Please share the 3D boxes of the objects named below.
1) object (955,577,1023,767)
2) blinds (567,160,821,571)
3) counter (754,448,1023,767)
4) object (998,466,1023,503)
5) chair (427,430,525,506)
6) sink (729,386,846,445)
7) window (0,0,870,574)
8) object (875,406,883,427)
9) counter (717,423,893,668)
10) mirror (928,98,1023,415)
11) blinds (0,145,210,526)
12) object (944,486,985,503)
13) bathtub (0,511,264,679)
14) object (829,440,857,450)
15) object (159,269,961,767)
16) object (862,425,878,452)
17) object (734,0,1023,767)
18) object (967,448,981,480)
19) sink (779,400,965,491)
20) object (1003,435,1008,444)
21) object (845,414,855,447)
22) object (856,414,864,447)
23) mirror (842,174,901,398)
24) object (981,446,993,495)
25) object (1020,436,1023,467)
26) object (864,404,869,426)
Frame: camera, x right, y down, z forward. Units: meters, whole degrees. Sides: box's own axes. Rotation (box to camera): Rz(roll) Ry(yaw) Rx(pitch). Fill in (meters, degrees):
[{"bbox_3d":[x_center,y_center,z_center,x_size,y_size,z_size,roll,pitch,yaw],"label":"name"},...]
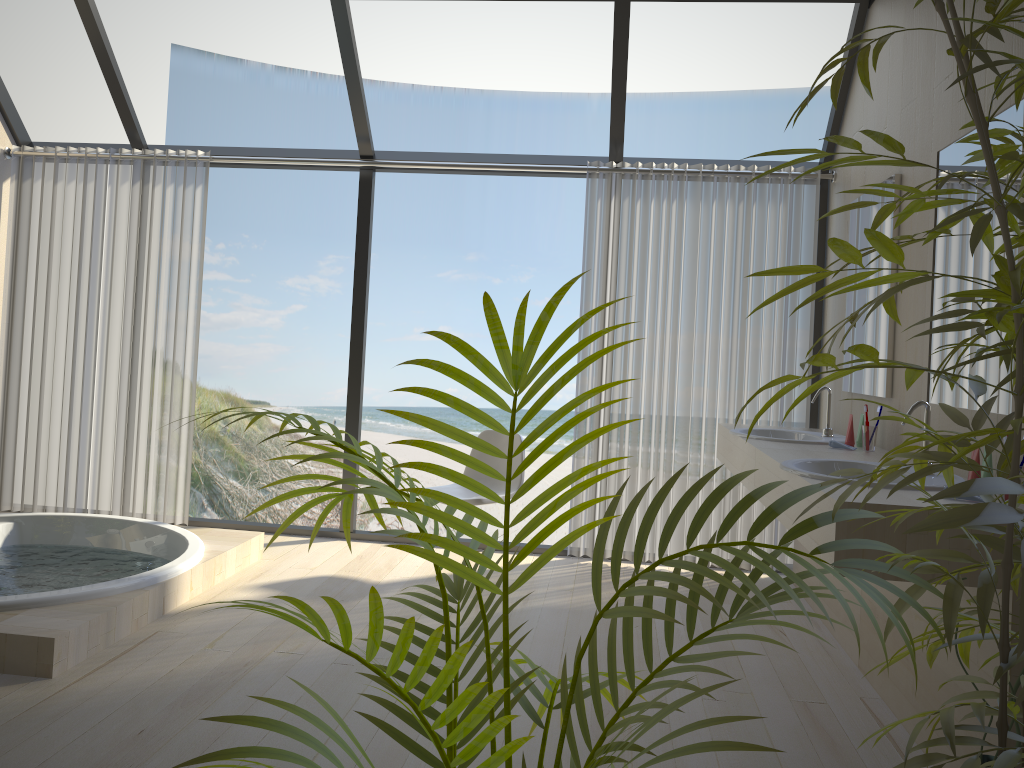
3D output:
[{"bbox_3d":[1.113,0.713,1.892,0.406,0.750,0.274,3,-1,-5],"label":"object"},{"bbox_3d":[0.932,-0.107,4.583,1.183,2.073,0.084,3,-1,7],"label":"blinds"},{"bbox_3d":[1.085,0.666,2.638,0.550,0.791,1.205,3,1,7],"label":"counter"},{"bbox_3d":[1.218,0.248,2.167,0.058,0.100,0.058,3,0,17],"label":"object"},{"bbox_3d":[-0.166,0.413,4.345,0.369,0.348,0.453,3,1,35],"label":"chair"},{"bbox_3d":[1.196,0.211,3.816,0.504,0.419,0.573,3,1,10],"label":"sink"},{"bbox_3d":[-0.678,-0.534,4.588,4.561,2.817,0.744,3,-1,7],"label":"window"},{"bbox_3d":[1.373,0.169,3.356,0.054,0.175,0.012,2,-1,32],"label":"object"},{"bbox_3d":[1.225,0.626,3.835,0.550,0.791,1.205,3,1,7],"label":"counter"},{"bbox_3d":[1.419,-0.356,2.713,0.023,0.869,0.653,3,0,7],"label":"mirror"},{"bbox_3d":[-2.296,-0.290,4.964,1.183,2.073,0.084,3,-1,7],"label":"blinds"},{"bbox_3d":[1.128,0.274,2.198,0.032,0.029,0.104,2,2,-43],"label":"object"},{"bbox_3d":[-2.225,0.779,3.660,1.821,0.699,1.647,3,2,7],"label":"bathtub"},{"bbox_3d":[1.268,0.235,3.396,0.032,0.029,0.104,2,2,-43],"label":"object"},{"bbox_3d":[-0.066,0.463,1.055,0.917,1.158,0.749,3,0,40],"label":"object"},{"bbox_3d":[1.358,0.209,3.364,0.058,0.100,0.058,3,0,13],"label":"object"},{"bbox_3d":[0.695,0.217,1.014,0.788,1.758,0.933,3,-1,32],"label":"object"},{"bbox_3d":[1.182,0.225,2.261,0.039,0.135,0.039,4,-1,-42],"label":"object"},{"bbox_3d":[1.056,0.250,2.618,0.504,0.419,0.573,3,1,10],"label":"sink"},{"bbox_3d":[1.199,0.205,2.147,0.050,0.178,0.012,4,-1,-44],"label":"object"},{"bbox_3d":[1.322,0.186,3.459,0.039,0.135,0.039,4,-1,-35],"label":"object"},{"bbox_3d":[1.399,0.187,3.543,0.039,0.135,0.039,4,-1,-35],"label":"object"},{"bbox_3d":[1.512,-0.391,3.745,0.023,0.869,0.653,3,0,7],"label":"mirror"},{"bbox_3d":[1.259,0.226,2.345,0.039,0.135,0.039,4,-1,-42],"label":"object"},{"bbox_3d":[1.233,0.208,2.159,0.054,0.175,0.012,2,-1,32],"label":"object"},{"bbox_3d":[1.339,0.166,3.344,0.050,0.178,0.012,4,-1,-44],"label":"object"}]
